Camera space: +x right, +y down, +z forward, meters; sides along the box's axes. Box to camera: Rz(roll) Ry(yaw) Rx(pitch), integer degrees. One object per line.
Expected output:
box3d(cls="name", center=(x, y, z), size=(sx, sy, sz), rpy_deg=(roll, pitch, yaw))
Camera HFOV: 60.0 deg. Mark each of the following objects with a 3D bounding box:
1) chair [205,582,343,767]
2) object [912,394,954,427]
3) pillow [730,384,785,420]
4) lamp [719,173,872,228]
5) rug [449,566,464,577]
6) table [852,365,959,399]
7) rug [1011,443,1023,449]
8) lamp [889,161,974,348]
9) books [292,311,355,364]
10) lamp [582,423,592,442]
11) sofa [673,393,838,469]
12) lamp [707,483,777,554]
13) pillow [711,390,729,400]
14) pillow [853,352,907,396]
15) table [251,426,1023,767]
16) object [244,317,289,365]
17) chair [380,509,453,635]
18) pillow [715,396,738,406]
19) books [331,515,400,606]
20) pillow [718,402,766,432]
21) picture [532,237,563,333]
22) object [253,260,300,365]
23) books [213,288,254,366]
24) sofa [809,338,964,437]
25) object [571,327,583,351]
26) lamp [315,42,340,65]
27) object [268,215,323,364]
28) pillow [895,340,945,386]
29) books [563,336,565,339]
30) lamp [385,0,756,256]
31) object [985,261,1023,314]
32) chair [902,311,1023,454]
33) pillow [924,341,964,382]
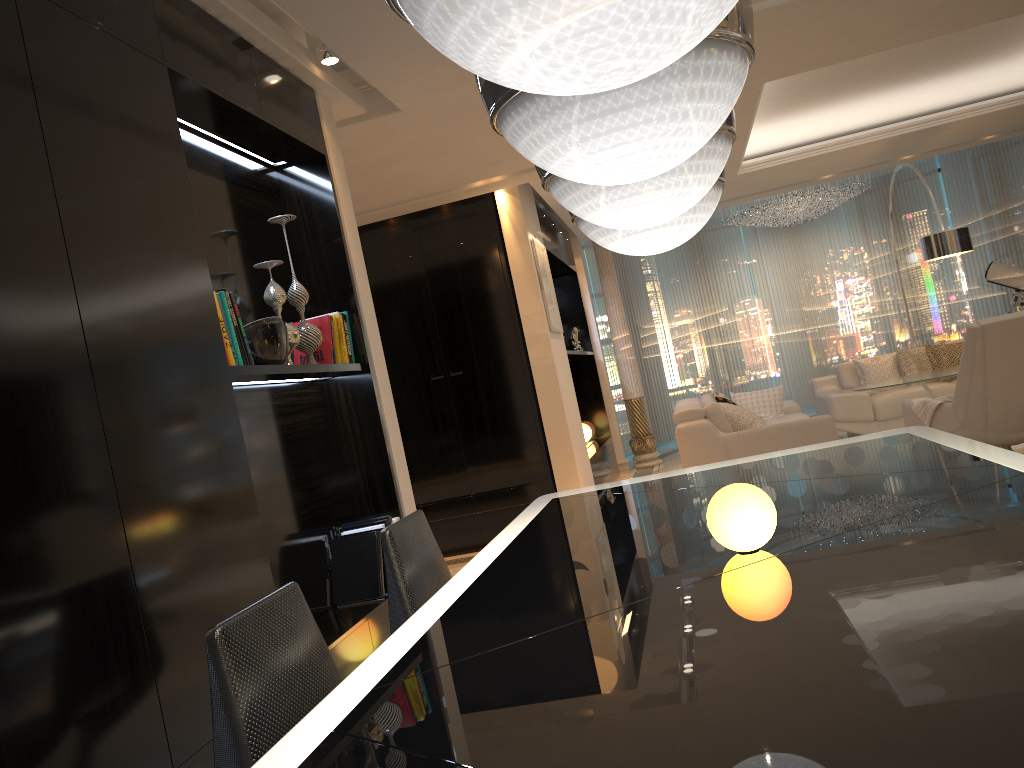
box3d(cls="chair", center=(-0.161, 0.769, 1.562), size=(0.496, 0.858, 0.523), rpy_deg=(-12, -1, 11))
box3d(cls="object", center=(3.348, 0.209, 5.644), size=(0.972, 0.580, 1.347), rpy_deg=(-11, -1, -42))
box3d(cls="pillow", center=(2.269, 0.189, 8.229), size=(0.521, 0.325, 0.281), rpy_deg=(-12, -1, 21))
box3d(cls="lamp", center=(3.544, -2.334, 11.160), size=(2.109, 0.685, 2.109), rpy_deg=(-11, -1, -34))
box3d(cls="rug", center=(-2.436, 1.731, 5.939), size=(5.025, 0.015, 1.526), rpy_deg=(-12, -1, 11))
box3d(cls="table", center=(3.903, 0.107, 7.136), size=(2.140, 0.565, 0.999), rpy_deg=(-12, -1, 10))
box3d(cls="rug", center=(3.986, 0.391, 7.119), size=(2.900, 0.020, 1.661), rpy_deg=(-12, -1, 11))
box3d(cls="lamp", center=(3.944, -0.868, 8.379), size=(0.393, 2.519, 2.009), rpy_deg=(-12, -1, 11))
box3d(cls="books", center=(-0.797, -0.178, 3.731), size=(0.189, 0.238, 0.290), rpy_deg=(-12, -1, 10))
box3d(cls="lamp", center=(0.772, 0.541, 9.757), size=(0.212, 0.214, 0.213), rpy_deg=(-12, -1, -28))
box3d(cls="sofa", center=(2.017, 0.432, 7.586), size=(1.145, 0.754, 2.328), rpy_deg=(-12, -1, 11))
box3d(cls="lamp", center=(0.421, 0.245, 1.629), size=(0.125, 0.125, 0.125), rpy_deg=(-12, -1, -28))
box3d(cls="pillow", center=(1.962, 0.223, 7.995), size=(0.255, 0.399, 0.526), rpy_deg=(-12, -1, 11))
box3d(cls="pillow", center=(3.603, -0.098, 8.640), size=(0.463, 0.380, 0.222), rpy_deg=(-12, -1, 16))
box3d(cls="table", center=(0.501, 0.679, 1.531), size=(1.293, 0.759, 3.031), rpy_deg=(-12, -1, 11))
box3d(cls="object", center=(-0.891, -0.130, 3.129), size=(0.193, 0.177, 0.375), rpy_deg=(-12, -1, 12))
box3d(cls="chair", center=(0.003, 0.744, 2.395), size=(0.496, 0.858, 0.523), rpy_deg=(-12, -1, 11))
box3d(cls="pillow", center=(1.919, 0.242, 7.537), size=(0.323, 0.355, 0.524), rpy_deg=(-12, -1, 12))
box3d(cls="books", center=(-0.600, 0.721, 3.689), size=(0.222, 0.296, 0.345), rpy_deg=(-12, -1, 11))
box3d(cls="pillow", center=(1.847, 0.287, 7.086), size=(0.351, 0.329, 0.521), rpy_deg=(-12, -1, 11))
box3d(cls="picture", center=(0.281, -0.768, 7.031), size=(0.027, 0.729, 0.610), rpy_deg=(-12, -1, 11))
box3d(cls="object", center=(-0.891, -0.256, 3.396), size=(0.121, 0.416, 0.121), rpy_deg=(-12, -1, 6))
box3d(cls="books", center=(-0.978, -0.166, 2.828), size=(0.210, 0.270, 0.236), rpy_deg=(-12, -1, 11))
box3d(cls="sofa", center=(4.146, -0.007, 8.479), size=(2.328, 0.754, 1.145), rpy_deg=(-12, -1, 11))
box3d(cls="object", center=(0.699, -0.466, 9.598), size=(0.116, 0.293, 0.182), rpy_deg=(-12, -1, 8))
box3d(cls="lamp", center=(-0.782, -1.421, 3.760), size=(0.107, 0.127, 0.107), rpy_deg=(-12, -1, -8))
box3d(cls="object", center=(-0.856, -0.361, 3.541), size=(0.121, 0.612, 0.121), rpy_deg=(-12, -1, 6))
box3d(cls="pillow", center=(3.990, -0.182, 8.591), size=(0.587, 0.429, 0.288), rpy_deg=(-12, -1, -14))
box3d(cls="books", center=(0.366, -0.363, 8.342), size=(0.260, 0.197, 0.296), rpy_deg=(-12, -1, 14))
box3d(cls="lamp", center=(0.104, -0.906, 1.536), size=(0.408, 1.226, 1.827), rpy_deg=(-12, -1, 11))
box3d(cls="object", center=(5.578, -0.662, 9.581), size=(0.616, 1.471, 0.570), rpy_deg=(-12, -1, 17))
box3d(cls="chair", center=(3.099, 0.060, 5.634), size=(1.027, 0.991, 0.983), rpy_deg=(-12, -1, 11))
box3d(cls="pillow", center=(4.281, -0.250, 8.457), size=(0.575, 0.436, 0.301), rpy_deg=(-12, -1, 17))
